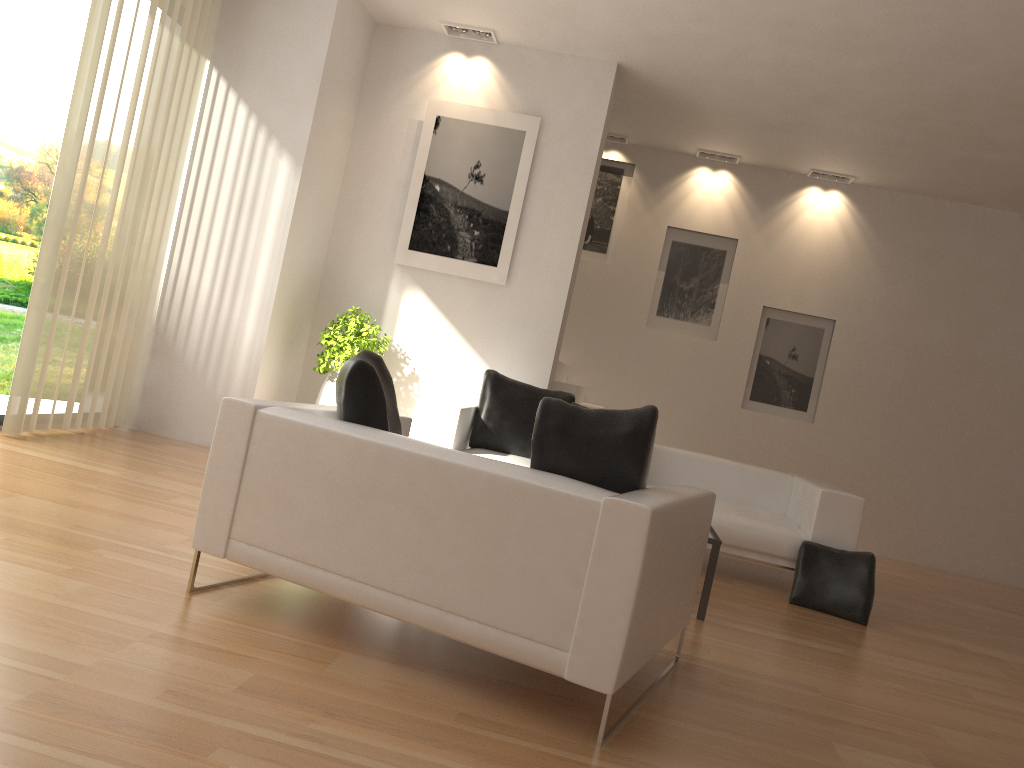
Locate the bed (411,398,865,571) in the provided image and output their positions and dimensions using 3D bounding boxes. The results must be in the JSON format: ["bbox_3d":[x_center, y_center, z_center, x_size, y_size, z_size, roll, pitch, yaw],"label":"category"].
[{"bbox_3d":[0.832,0.790,6.550,3.075,0.761,1.262,12,1,7],"label":"bed"}]

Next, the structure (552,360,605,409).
[{"bbox_3d":[-0.348,0.173,8.877,4.625,1.403,1.839,12,1,7],"label":"structure"}]

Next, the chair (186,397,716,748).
[{"bbox_3d":[-0.165,0.612,3.544,1.671,0.761,1.262,12,1,22],"label":"chair"}]

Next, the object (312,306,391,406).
[{"bbox_3d":[-1.379,0.020,7.234,0.570,1.324,0.631,12,1,22],"label":"object"}]

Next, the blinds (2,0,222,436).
[{"bbox_3d":[-2.666,-1.575,6.168,0.143,3.861,1.409,12,1,4],"label":"blinds"}]

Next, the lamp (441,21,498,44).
[{"bbox_3d":[-0.338,-2.998,7.386,0.446,0.166,0.243,12,1,7],"label":"lamp"}]

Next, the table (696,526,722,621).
[{"bbox_3d":[0.330,0.885,5.062,1.566,0.460,0.709,12,1,7],"label":"table"}]

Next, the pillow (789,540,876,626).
[{"bbox_3d":[2.046,1.252,5.633,0.503,0.457,0.340,12,1,26],"label":"pillow"}]

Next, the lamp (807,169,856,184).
[{"bbox_3d":[3.333,-2.230,9.229,0.446,0.166,0.243,12,1,7],"label":"lamp"}]

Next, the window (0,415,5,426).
[{"bbox_3d":[-3.202,-1.331,4.194,0.152,3.189,5.198,12,1,7],"label":"window"}]

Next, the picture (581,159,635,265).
[{"bbox_3d":[0.859,-1.929,9.745,0.802,1.155,0.005,12,1,7],"label":"picture"}]

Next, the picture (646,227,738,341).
[{"bbox_3d":[1.941,-1.084,9.591,0.802,1.155,0.005,12,1,7],"label":"picture"}]

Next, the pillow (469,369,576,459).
[{"bbox_3d":[0.082,0.280,6.801,0.755,0.666,0.346,12,1,-7],"label":"pillow"}]

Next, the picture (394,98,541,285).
[{"bbox_3d":[-0.381,-1.627,7.471,0.979,1.431,0.004,12,1,7],"label":"picture"}]

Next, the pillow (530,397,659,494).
[{"bbox_3d":[0.282,0.367,3.227,0.506,0.666,0.324,12,1,-3],"label":"pillow"}]

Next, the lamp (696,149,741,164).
[{"bbox_3d":[2.196,-2.477,9.381,0.446,0.166,0.243,12,1,7],"label":"lamp"}]

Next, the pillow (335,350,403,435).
[{"bbox_3d":[-0.600,0.165,3.696,0.291,0.598,0.660,12,1,-3],"label":"pillow"}]

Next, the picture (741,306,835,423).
[{"bbox_3d":[2.933,-0.203,9.448,0.802,1.155,0.005,12,1,7],"label":"picture"}]

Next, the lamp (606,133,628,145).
[{"bbox_3d":[1.042,-2.727,9.534,0.446,0.166,0.243,12,1,7],"label":"lamp"}]

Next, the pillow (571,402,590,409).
[{"bbox_3d":[0.709,0.441,6.739,0.628,0.524,0.270,12,1,-9],"label":"pillow"}]
